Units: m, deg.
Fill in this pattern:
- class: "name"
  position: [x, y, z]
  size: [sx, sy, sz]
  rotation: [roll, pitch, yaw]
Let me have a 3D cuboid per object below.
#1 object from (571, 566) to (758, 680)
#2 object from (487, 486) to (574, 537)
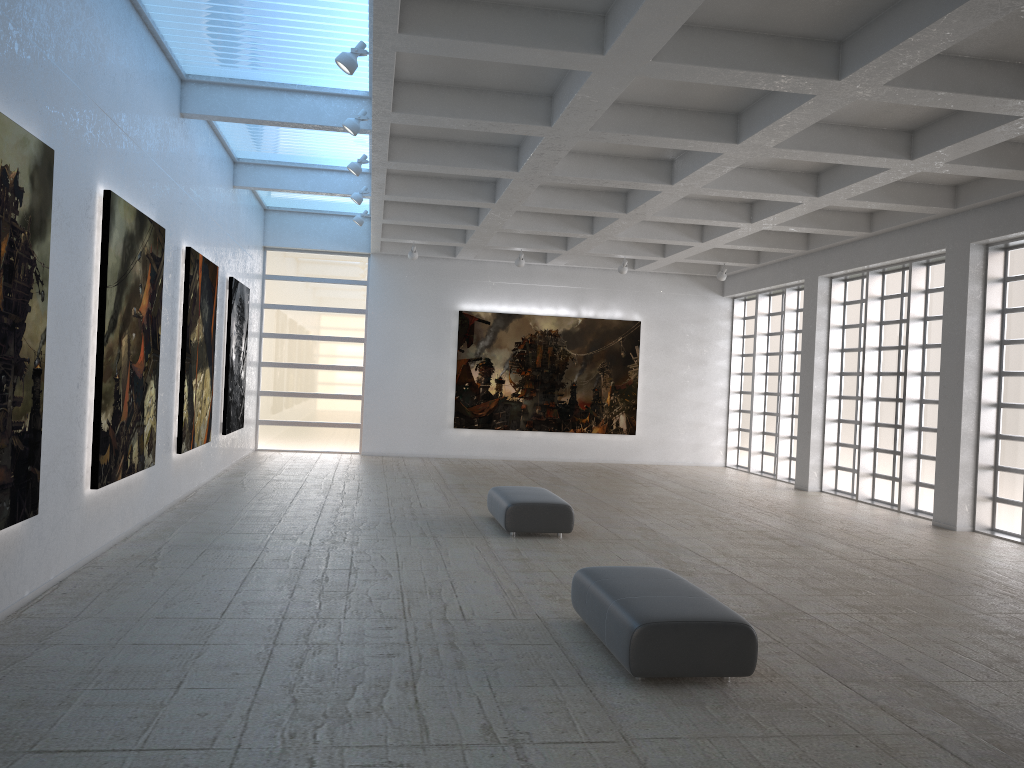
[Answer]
- class: "object"
  position: [1.889, 3.110, 11.800]
  size: [1.616, 0.828, 3.044]
  rotation: [3, 0, -9]
- class: "object"
  position: [0.383, 3.005, 21.199]
  size: [1.616, 0.828, 3.044]
  rotation: [3, 0, -9]
